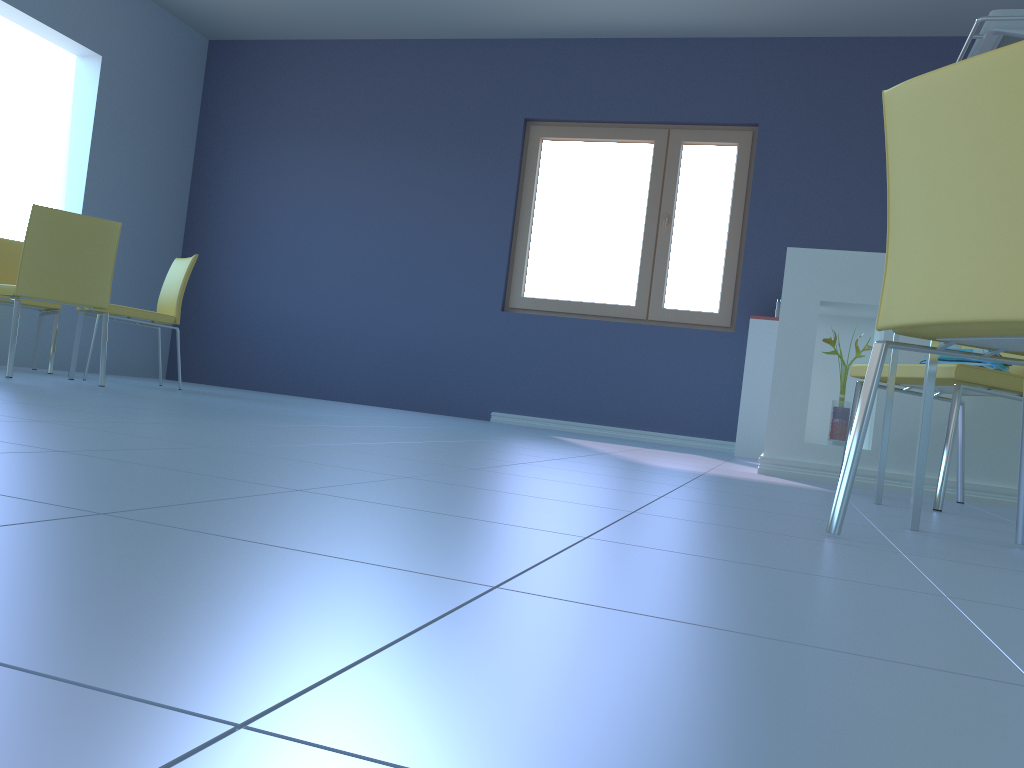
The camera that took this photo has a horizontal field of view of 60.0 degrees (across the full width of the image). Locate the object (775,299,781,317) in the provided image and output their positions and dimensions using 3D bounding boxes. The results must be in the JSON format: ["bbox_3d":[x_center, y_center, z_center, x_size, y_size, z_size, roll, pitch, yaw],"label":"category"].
[{"bbox_3d":[1.669,-0.389,4.972,0.364,0.153,0.235,7,-1,17],"label":"object"}]

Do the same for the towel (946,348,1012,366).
[{"bbox_3d":[1.281,-0.078,2.492,0.190,0.033,0.195,6,-1,43],"label":"towel"}]

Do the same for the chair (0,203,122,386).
[{"bbox_3d":[-1.962,-0.370,3.792,0.387,0.695,0.484,8,-1,-42],"label":"chair"}]

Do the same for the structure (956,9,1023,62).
[{"bbox_3d":[2.122,-1.569,3.157,0.895,0.962,0.695,7,-1,17],"label":"structure"}]

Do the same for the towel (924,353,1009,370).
[{"bbox_3d":[1.276,-0.063,2.492,0.192,0.027,0.195,6,-1,38],"label":"towel"}]

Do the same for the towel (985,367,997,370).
[{"bbox_3d":[1.271,-0.034,2.494,0.201,0.024,0.195,6,-1,36],"label":"towel"}]

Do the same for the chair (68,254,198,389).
[{"bbox_3d":[-1.921,-0.350,4.529,0.484,0.699,0.387,8,-1,-37],"label":"chair"}]

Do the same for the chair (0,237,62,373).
[{"bbox_3d":[-2.619,-0.433,4.650,0.387,0.695,0.484,8,-1,-37],"label":"chair"}]

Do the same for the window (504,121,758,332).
[{"bbox_3d":[0.722,-1.012,5.577,1.475,1.263,0.142,7,-1,17],"label":"window"}]

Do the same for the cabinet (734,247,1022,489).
[{"bbox_3d":[2.090,0.073,3.889,2.139,0.800,2.200,7,-1,17],"label":"cabinet"}]

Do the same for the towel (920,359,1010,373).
[{"bbox_3d":[1.273,-0.048,2.489,0.201,0.024,0.195,6,-1,42],"label":"towel"}]

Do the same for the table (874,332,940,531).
[{"bbox_3d":[1.426,0.060,1.797,1.173,0.590,0.730,7,-1,17],"label":"table"}]

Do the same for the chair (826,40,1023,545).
[{"bbox_3d":[0.806,-0.082,1.312,0.484,0.695,0.387,7,-1,-25],"label":"chair"}]

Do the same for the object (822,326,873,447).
[{"bbox_3d":[1.147,0.004,3.076,0.067,0.423,0.229,8,-1,-42],"label":"object"}]

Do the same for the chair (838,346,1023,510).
[{"bbox_3d":[1.282,-0.003,2.503,0.484,0.695,0.387,7,-1,-20],"label":"chair"}]
